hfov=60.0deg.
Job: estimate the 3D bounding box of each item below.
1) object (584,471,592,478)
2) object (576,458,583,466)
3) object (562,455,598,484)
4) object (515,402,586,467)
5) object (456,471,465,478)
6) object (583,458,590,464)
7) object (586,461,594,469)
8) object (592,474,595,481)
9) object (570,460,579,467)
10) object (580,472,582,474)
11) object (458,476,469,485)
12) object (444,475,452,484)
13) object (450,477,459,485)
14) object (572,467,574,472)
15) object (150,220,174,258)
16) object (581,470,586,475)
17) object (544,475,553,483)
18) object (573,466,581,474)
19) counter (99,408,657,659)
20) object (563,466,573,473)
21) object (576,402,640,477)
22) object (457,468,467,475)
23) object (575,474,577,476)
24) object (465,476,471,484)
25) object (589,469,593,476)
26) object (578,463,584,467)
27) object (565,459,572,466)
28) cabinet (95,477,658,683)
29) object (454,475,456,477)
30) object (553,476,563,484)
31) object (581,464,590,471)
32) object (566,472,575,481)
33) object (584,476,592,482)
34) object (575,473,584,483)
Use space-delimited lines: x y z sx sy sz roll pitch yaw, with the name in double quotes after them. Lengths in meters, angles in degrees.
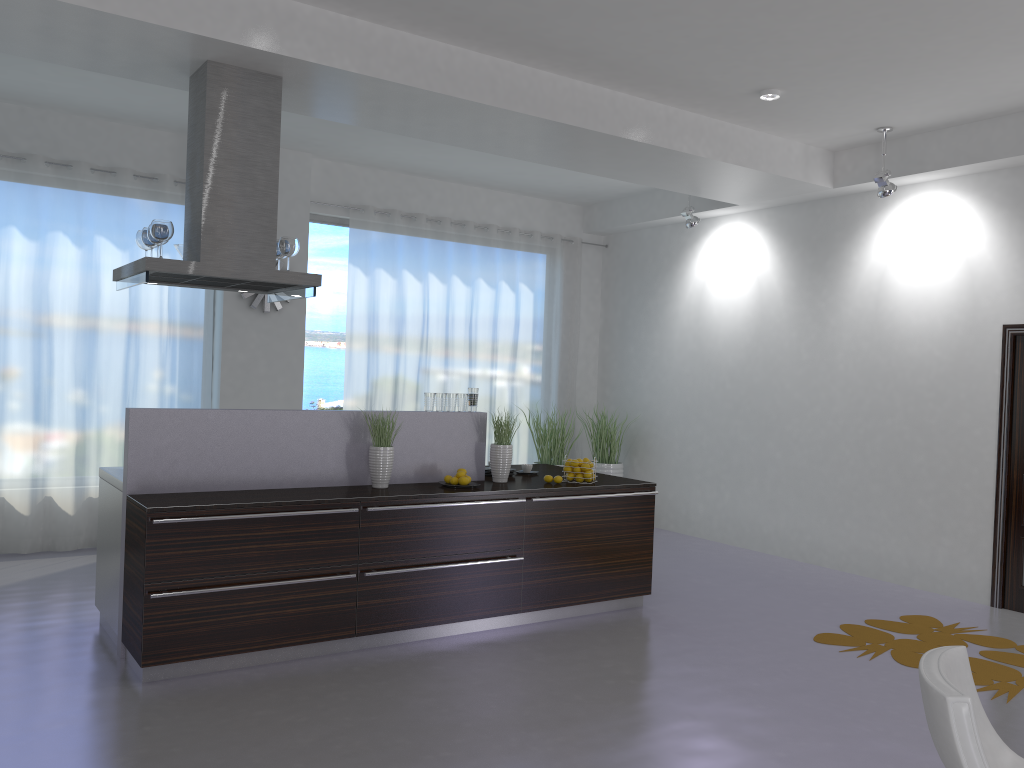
0.500 0.601 5.872 0.052 0.054 0.061 3 1 33 "object"
0.451 0.526 5.949 0.051 0.053 0.063 2 1 -33 "object"
0.458 0.569 5.956 0.207 0.174 0.189 2 1 21 "object"
0.426 0.813 9.164 0.713 1.334 0.656 2 1 -34 "object"
-0.316 0.560 5.472 0.061 0.047 0.053 2 1 -31 "object"
0.502 0.529 6.007 0.050 0.060 0.059 2 1 -35 "object"
0.520 0.544 5.942 0.051 0.053 0.063 2 1 -21 "object"
0.541 0.630 5.993 0.053 0.052 0.062 2 1 5 "object"
0.415 0.528 5.902 0.063 0.051 0.053 2 1 13 "object"
0.458 0.605 6.023 0.052 0.053 0.062 2 1 3 "object"
-0.296 0.595 5.431 0.070 0.058 0.060 2 1 -35 "object"
-0.390 0.591 5.490 0.061 0.054 0.052 2 1 13 "object"
-0.353 0.597 5.449 0.063 0.051 0.053 2 1 -30 "object"
0.416 0.569 5.956 0.064 0.053 0.051 2 1 -31 "object"
-1.924 -0.784 4.868 0.125 0.221 0.125 2 1 -9 "object"
0.491 0.589 5.940 0.051 0.053 0.062 2 1 -26 "object"
0.240 0.624 5.828 0.063 0.051 0.053 2 1 25 "object"
0.434 0.574 5.902 0.052 0.053 0.062 3 1 28 "object"
-0.745 0.817 5.668 3.291 1.300 1.302 2 1 -34 "counter"
0.374 0.570 5.917 0.063 0.051 0.053 2 1 25 "object"
0.954 0.830 9.562 0.713 1.334 0.656 3 1 40 "object"
-0.312 0.549 5.525 0.063 0.048 0.053 2 1 22 "object"
0.445 0.620 5.943 0.057 0.060 0.052 2 1 -28 "object"
-0.280 0.596 5.493 0.052 0.054 0.061 3 1 33 "object"
0.522 0.594 5.938 0.051 0.055 0.061 3 1 35 "object"
0.466 0.558 5.990 0.055 0.051 0.061 2 1 -40 "object"
0.383 0.531 5.944 0.057 0.060 0.052 3 1 44 "object"
-0.750 1.041 5.660 3.285 0.852 1.377 2 1 -34 "cabinet"
-0.335 0.594 5.511 0.057 0.060 0.071 2 1 -33 "object"
0.302 0.627 5.811 0.063 0.051 0.053 2 1 -30 "object"
0.488 0.554 5.894 0.061 0.052 0.053 2 1 -21 "object"
0.391 0.618 5.911 0.060 0.057 0.052 2 1 -32 "object"
0.508 0.630 5.912 0.051 0.053 0.063 2 1 -26 "object"
0.451 0.626 5.900 0.064 0.063 0.074 2 1 -14 "object"
